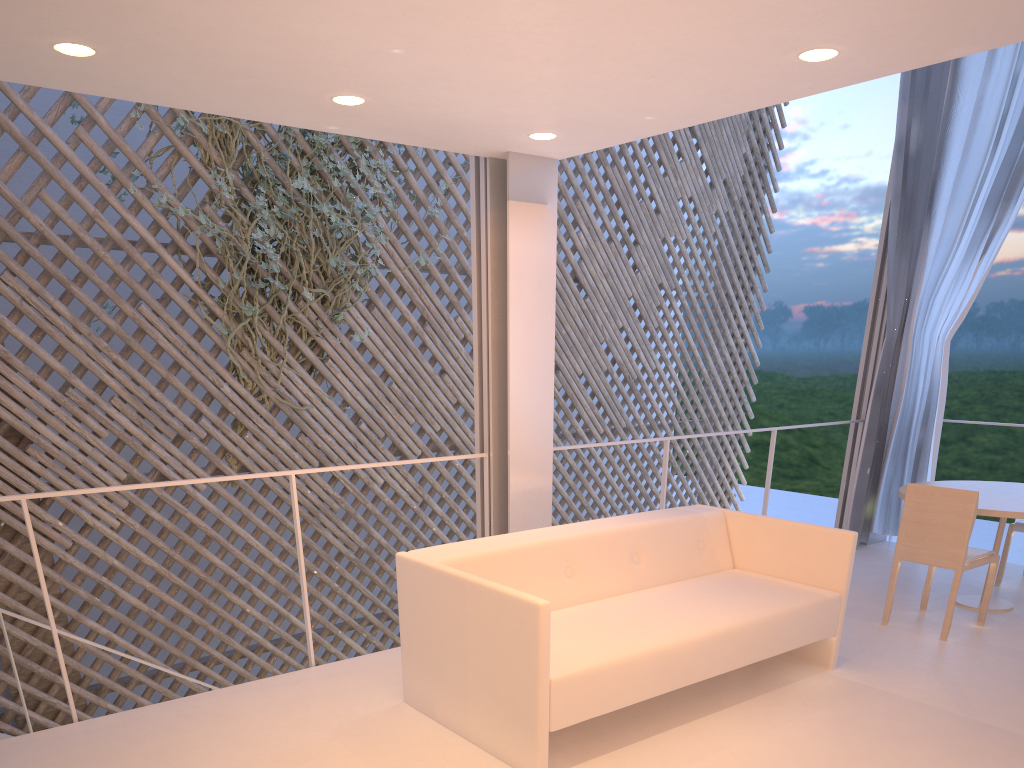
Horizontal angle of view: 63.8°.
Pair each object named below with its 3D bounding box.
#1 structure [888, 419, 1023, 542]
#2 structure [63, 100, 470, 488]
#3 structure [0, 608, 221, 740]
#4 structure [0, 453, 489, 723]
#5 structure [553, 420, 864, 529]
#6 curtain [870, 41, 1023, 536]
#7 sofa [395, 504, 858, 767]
[{"bbox_3d":[2.583,1.061,3.548,1.394,1.965,1.273,-11,19,-36],"label":"structure"},{"bbox_3d":[-0.658,-1.006,3.281,2.248,2.993,0.694,-13,23,-41],"label":"structure"},{"bbox_3d":[-1.298,1.210,2.643,1.877,2.158,1.113,-12,20,-41],"label":"structure"},{"bbox_3d":[-0.740,0.505,1.887,1.653,0.618,0.025,-3,19,-35],"label":"structure"},{"bbox_3d":[0.729,0.457,2.919,1.651,0.618,0.025,-3,19,-35],"label":"structure"},{"bbox_3d":[1.644,-0.621,2.748,0.092,2.653,0.479,-19,28,-41],"label":"curtain"},{"bbox_3d":[0.288,0.547,1.936,0.956,0.407,0.469,-4,11,-36],"label":"sofa"}]
